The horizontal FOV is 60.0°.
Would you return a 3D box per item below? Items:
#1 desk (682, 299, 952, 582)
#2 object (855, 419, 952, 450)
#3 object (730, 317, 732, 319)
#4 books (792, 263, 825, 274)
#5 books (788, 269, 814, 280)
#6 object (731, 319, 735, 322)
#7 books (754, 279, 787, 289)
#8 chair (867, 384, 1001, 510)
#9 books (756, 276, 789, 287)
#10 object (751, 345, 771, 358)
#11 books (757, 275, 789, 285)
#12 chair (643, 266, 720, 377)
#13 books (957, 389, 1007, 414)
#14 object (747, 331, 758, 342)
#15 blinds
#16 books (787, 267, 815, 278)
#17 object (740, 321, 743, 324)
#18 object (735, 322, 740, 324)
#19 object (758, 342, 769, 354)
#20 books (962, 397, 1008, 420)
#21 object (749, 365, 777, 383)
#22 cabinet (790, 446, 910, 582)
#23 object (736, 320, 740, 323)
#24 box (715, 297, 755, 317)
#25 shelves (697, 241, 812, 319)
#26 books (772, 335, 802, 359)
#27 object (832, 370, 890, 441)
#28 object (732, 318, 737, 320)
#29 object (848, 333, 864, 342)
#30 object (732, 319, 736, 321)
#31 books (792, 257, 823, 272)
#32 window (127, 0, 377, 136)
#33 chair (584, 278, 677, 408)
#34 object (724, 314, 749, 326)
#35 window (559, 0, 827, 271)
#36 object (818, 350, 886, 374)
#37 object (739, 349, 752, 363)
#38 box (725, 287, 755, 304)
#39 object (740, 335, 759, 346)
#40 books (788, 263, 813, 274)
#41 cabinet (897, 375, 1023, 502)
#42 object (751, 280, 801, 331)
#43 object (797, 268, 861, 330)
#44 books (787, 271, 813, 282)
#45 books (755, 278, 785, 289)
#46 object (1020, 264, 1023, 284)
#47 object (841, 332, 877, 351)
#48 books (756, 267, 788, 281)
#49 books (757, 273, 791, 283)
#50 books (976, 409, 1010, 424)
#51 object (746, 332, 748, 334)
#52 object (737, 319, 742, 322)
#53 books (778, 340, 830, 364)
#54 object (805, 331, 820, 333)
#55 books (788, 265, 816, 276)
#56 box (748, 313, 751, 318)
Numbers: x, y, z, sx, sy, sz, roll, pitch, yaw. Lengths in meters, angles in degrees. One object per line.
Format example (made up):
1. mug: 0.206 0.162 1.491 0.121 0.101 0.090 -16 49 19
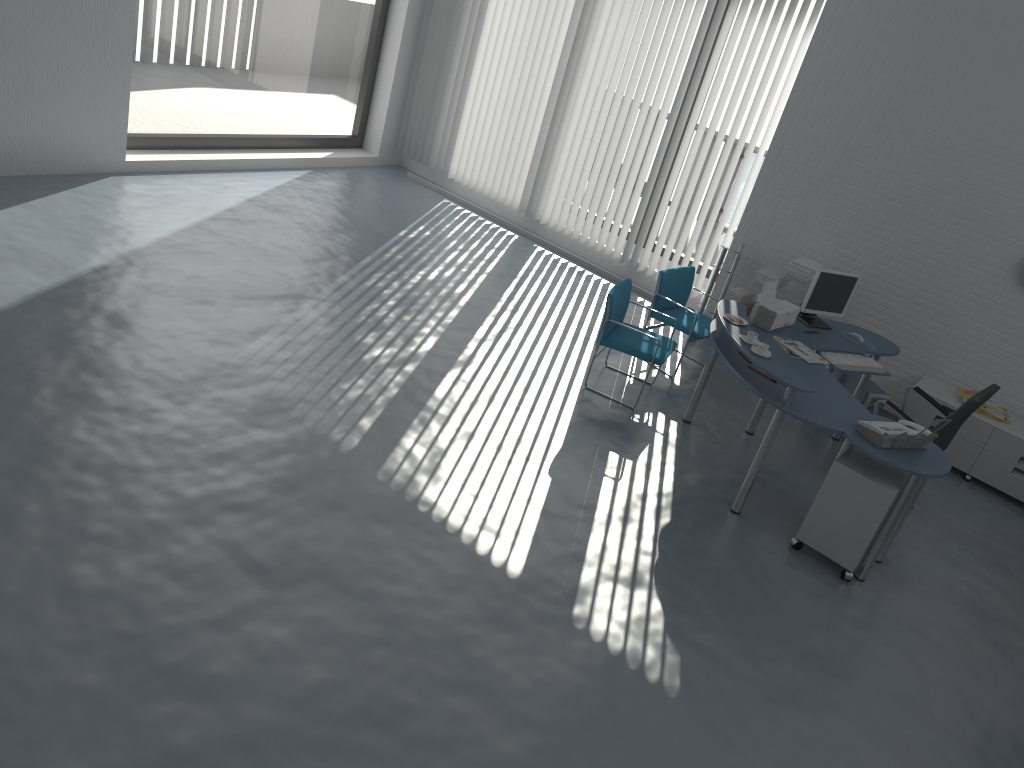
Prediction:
1. desk: 1.852 0.134 5.792 1.402 0.900 2.282 20 26 6
2. object: 2.149 0.203 4.804 0.405 0.280 0.399 3 29 -26
3. object: 1.373 -0.408 5.537 0.025 0.005 0.027 7 28 -20
4. books: 2.391 -0.949 7.149 0.190 0.015 0.270 32 30 28
5. books: 2.362 -0.901 7.173 0.190 0.015 0.270 30 29 25
6. object: 1.373 -0.395 5.511 0.027 0.005 0.025 18 26 3
7. books: 2.148 -0.843 7.372 0.190 0.015 0.270 31 29 27
8. chair: 2.591 0.309 5.827 0.652 0.948 0.584 35 31 32
9. books: 2.164 -0.866 7.357 0.190 0.015 0.270 32 30 28
10. object: 1.440 -0.184 5.133 0.119 0.016 0.119 21 26 9
11. books: 2.164 -0.878 7.347 0.190 0.015 0.270 31 29 27
12. chair: 1.361 -0.489 6.955 0.543 0.707 0.542 34 31 32
13. books: 3.481 0.128 6.573 0.210 0.020 0.300 6 28 -21
14. object: 1.424 -0.279 5.256 0.062 0.049 0.078 26 28 19
15. blinds: 0.631 -2.955 8.443 4.001 2.955 0.158 32 30 28
16. books: 2.358 -0.917 7.168 0.190 0.015 0.270 32 30 29
17. object: 1.426 -0.383 5.519 0.025 0.005 0.027 16 26 -1
18. object: 1.400 -0.380 5.498 0.027 0.005 0.025 26 27 18
19. object: 1.453 -0.205 5.126 0.078 0.049 0.062 -2 31 -33
20. books: 3.498 0.164 6.558 0.300 0.020 0.210 29 28 23
21. object: 1.481 -0.058 5.235 0.011 0.010 0.200 -10 37 -43
22. cabinet: 1.968 0.708 5.068 0.383 0.605 0.559 33 30 30
23. object: 1.407 -0.388 5.508 0.025 0.005 0.027 27 28 20
24. box: 1.906 -0.648 7.572 0.207 0.133 0.347 29 29 24
25. shelves: 2.073 -0.623 7.477 0.896 0.848 0.441 32 30 29
26. books: 1.846 -0.233 5.802 0.200 0.005 0.300 10 27 -13
27. object: 2.565 0.153 6.723 0.199 0.422 0.471 6 28 -21
28. object: 1.390 -0.406 5.533 0.025 0.005 0.027 34 31 32
29. object: 2.460 -0.340 6.332 0.054 0.035 0.115 -10 36 -42
30. object: 1.377 -0.397 5.507 0.027 0.005 0.025 22 26 10
31. books: 2.382 -0.965 7.140 0.190 0.015 0.270 29 28 24
32. window: -2.286 -3.592 8.263 0.008 2.691 2.824 32 30 28
33. chair: 0.861 -0.291 6.270 0.543 0.707 0.542 24 27 14
34. object: 1.395 -0.398 5.527 0.162 0.011 0.162 9 27 -15
35. window: 1.211 -2.851 8.651 3.635 2.562 0.008 32 30 28
36. object: 2.329 -0.160 6.071 0.478 0.028 0.276 4 29 -25
37. object: 1.425 -0.171 5.421 0.013 0.013 0.178 7 27 -18
38. box: 1.935 -0.744 7.524 0.139 0.090 0.234 34 31 32
39. object: 1.414 -0.256 5.260 0.119 0.016 0.119 7 27 -19
40. books: 2.366 -0.941 7.152 0.190 0.015 0.270 33 30 30
41. cabinet: 3.537 0.463 6.613 1.259 0.484 0.447 31 30 28
42. object: 1.815 -0.538 6.076 0.197 0.273 0.392 34 31 32
43. object: 2.218 -0.629 6.328 0.365 0.417 0.212 5 28 -23
44. books: 2.359 -0.888 7.179 0.190 0.015 0.270 32 30 28
45. books: 2.152 -0.856 7.365 0.190 0.015 0.270 29 29 24
46. object: 3.803 -0.793 6.354 0.279 0.277 0.041 32 30 28
47. object: 2.485 -0.318 6.322 0.213 0.026 0.285 -7 35 -40
48. books: 2.154 -0.911 7.337 0.190 0.015 0.270 30 29 25
49. books: 2.171 -0.893 7.346 0.190 0.015 0.270 32 30 29
50. books: 3.519 0.193 6.560 0.300 0.020 0.210 24 27 14
51. object: 1.430 -0.299 5.345 0.025 0.021 0.119 11 26 -11
52. object: 1.421 -0.397 5.535 0.027 0.005 0.025 11 26 -11
53. books: 1.901 -0.208 5.779 0.200 0.010 0.300 0 30 -30
54. object: 2.098 -0.364 6.198 0.178 0.013 0.013 -4 33 -36
55. books: 2.366 -0.930 7.165 0.190 0.015 0.270 32 30 28
56. box: 2.128 -0.512 7.435 0.207 0.133 0.347 32 30 28
